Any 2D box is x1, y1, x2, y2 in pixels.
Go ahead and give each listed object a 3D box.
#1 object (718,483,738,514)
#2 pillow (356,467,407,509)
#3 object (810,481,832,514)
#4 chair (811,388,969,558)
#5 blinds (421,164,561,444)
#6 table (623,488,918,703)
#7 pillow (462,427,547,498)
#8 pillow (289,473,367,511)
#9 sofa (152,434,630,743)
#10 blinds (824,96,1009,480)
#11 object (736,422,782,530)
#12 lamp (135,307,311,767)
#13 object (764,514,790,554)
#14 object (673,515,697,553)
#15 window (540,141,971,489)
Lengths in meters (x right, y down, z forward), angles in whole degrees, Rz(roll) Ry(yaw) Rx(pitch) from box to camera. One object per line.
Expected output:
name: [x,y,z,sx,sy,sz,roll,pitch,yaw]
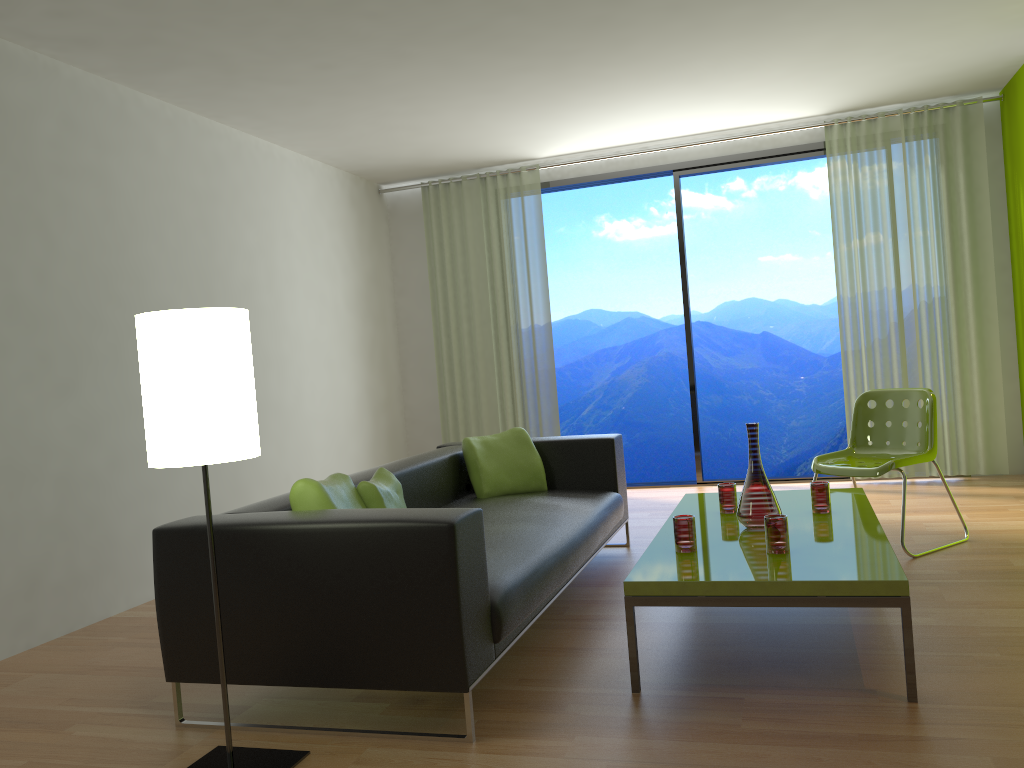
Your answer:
object: [0.912,0.483,3.745,0.075,0.122,0.076,-6,1,-38]
pillow: [-0.497,0.500,3.468,0.164,0.317,0.380,-5,1,1]
object: [1.246,0.459,3.580,0.075,0.122,0.076,-6,1,-38]
chair: [1.839,0.420,4.474,0.546,0.759,0.640,-5,1,-34]
blinds: [-0.157,-0.408,7.139,1.012,2.568,0.067,-4,1,18]
table: [0.992,0.716,3.408,0.810,0.349,1.682,-4,1,18]
pillow: [-0.052,0.422,4.654,0.399,0.362,0.269,-5,1,-24]
pillow: [-0.604,0.501,3.089,0.210,0.403,0.457,-5,1,3]
sofa: [-0.206,0.662,3.800,1.061,0.639,2.583,-4,1,18]
blinds: [2.808,-0.631,6.196,1.012,2.568,0.067,-4,1,18]
object: [0.927,0.348,3.366,0.168,0.400,0.168,-5,1,3]
lamp: [-0.801,0.431,2.370,0.302,1.244,0.295,-4,1,18]
object: [0.882,0.501,2.952,0.076,0.122,0.075,-5,1,-17]
object: [0.601,0.521,3.081,0.075,0.122,0.076,-6,1,-38]
window: [1.579,-0.460,6.825,3.336,2.498,0.219,-4,1,18]
